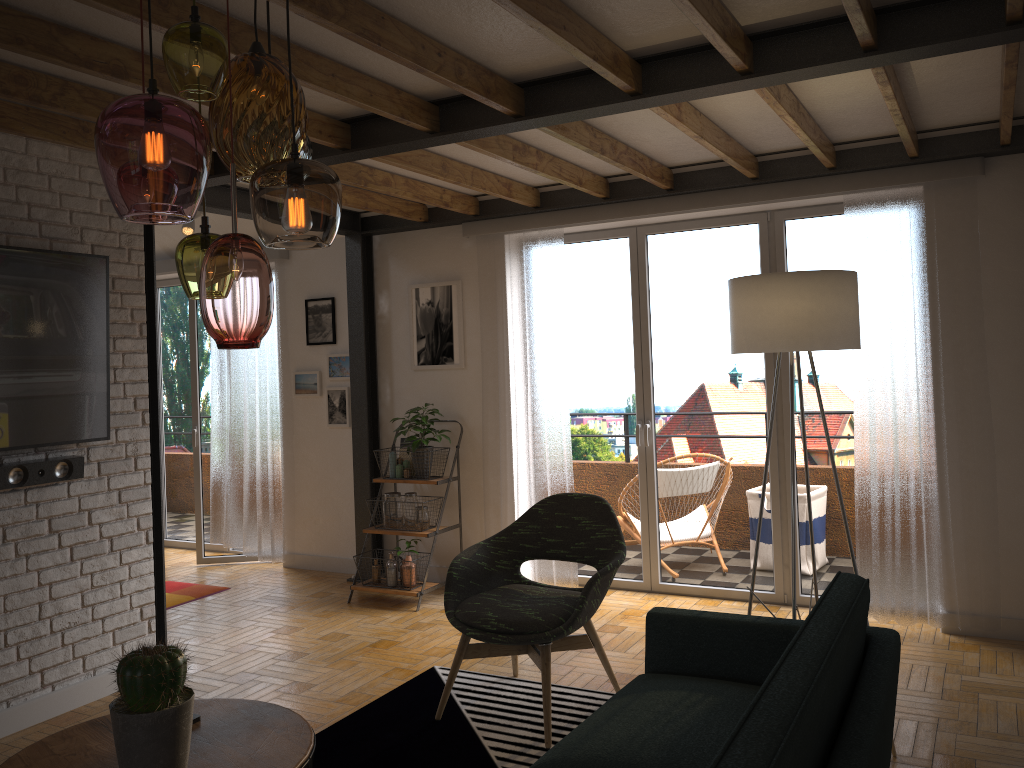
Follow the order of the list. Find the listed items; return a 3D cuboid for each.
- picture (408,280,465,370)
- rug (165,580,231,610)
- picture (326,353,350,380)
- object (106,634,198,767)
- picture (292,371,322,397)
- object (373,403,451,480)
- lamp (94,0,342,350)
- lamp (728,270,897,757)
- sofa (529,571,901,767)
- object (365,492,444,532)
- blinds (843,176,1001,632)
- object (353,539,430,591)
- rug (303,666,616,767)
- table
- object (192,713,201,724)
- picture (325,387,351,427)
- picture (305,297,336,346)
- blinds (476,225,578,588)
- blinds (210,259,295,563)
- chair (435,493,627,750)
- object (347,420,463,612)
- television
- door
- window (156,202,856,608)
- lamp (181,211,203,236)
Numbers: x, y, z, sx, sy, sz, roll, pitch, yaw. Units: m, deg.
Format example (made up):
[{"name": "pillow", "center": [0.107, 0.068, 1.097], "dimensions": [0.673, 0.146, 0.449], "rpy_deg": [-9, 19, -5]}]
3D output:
[{"name": "picture", "center": [-0.506, -0.386, 5.885], "dimensions": [0.415, 0.575, 0.023], "rpy_deg": [-2, -1, 28]}, {"name": "rug", "center": [-3.537, 1.430, 5.748], "dimensions": [2.780, 0.024, 1.939], "rpy_deg": [-1, 2, 28]}, {"name": "picture", "center": [-1.208, -0.122, 6.266], "dimensions": [0.251, 0.183, 0.023], "rpy_deg": [-2, -1, 28]}, {"name": "object", "center": [-0.730, 0.668, 1.805], "dimensions": [0.173, 0.295, 0.190], "rpy_deg": [-2, 0, 2]}, {"name": "picture", "center": [-1.485, 0.000, 6.419], "dimensions": [0.251, 0.183, 0.023], "rpy_deg": [-2, -1, 28]}, {"name": "object", "center": [-0.634, 0.364, 5.674], "dimensions": [0.491, 0.475, 0.396], "rpy_deg": [-2, 0, 41]}, {"name": "lamp", "center": [-0.670, -0.579, 2.013], "dimensions": [0.491, 1.014, 0.617], "rpy_deg": [-2, -1, -21]}, {"name": "lamp", "center": [0.535, 0.498, 2.559], "dimensions": [0.570, 1.719, 2.360], "rpy_deg": [-3, 0, 37]}, {"name": "sofa", "center": [0.370, 0.984, 2.002], "dimensions": [0.824, 0.783, 1.975], "rpy_deg": [-2, 1, 28]}, {"name": "object", "center": [-0.674, 0.798, 5.580], "dimensions": [0.439, 0.216, 0.238], "rpy_deg": [-2, 0, 28]}, {"name": "blinds", "center": [2.037, 0.068, 4.451], "dimensions": [0.667, 2.288, 0.124], "rpy_deg": [-3, -1, 28]}, {"name": "object", "center": [-0.737, 1.091, 5.437], "dimensions": [0.439, 0.291, 0.276], "rpy_deg": [-2, 0, 28]}, {"name": "rug", "center": [-0.457, 1.403, 2.308], "dimensions": [1.699, 0.010, 3.503], "rpy_deg": [-1, 2, 28]}, {"name": "table", "center": [-0.767, 1.079, 1.931], "dimensions": [0.681, 0.686, 0.680], "rpy_deg": [-2, 0, -22]}, {"name": "object", "center": [-0.848, 0.805, 2.158], "dimensions": [0.207, 0.013, 0.051], "rpy_deg": [-1, 1, 28]}, {"name": "picture", "center": [-1.235, 0.164, 6.286], "dimensions": [0.201, 0.285, 0.022], "rpy_deg": [-2, -1, 28]}, {"name": "picture", "center": [-1.375, -0.448, 6.360], "dimensions": [0.261, 0.336, 0.021], "rpy_deg": [-2, -1, 28]}, {"name": "blinds", "center": [0.060, 0.117, 5.521], "dimensions": [0.667, 2.284, 0.124], "rpy_deg": [-3, -1, 29]}, {"name": "blinds", "center": [-1.966, 0.170, 6.592], "dimensions": [0.749, 2.290, 0.187], "rpy_deg": [-3, -1, 23]}, {"name": "chair", "center": [0.115, 0.933, 3.760], "dimensions": [0.752, 0.830, 0.783], "rpy_deg": [-2, 0, 35]}, {"name": "object", "center": [-0.657, 0.791, 5.606], "dimensions": [0.578, 1.079, 0.631], "rpy_deg": [-3, -1, 28]}, {"name": "television", "center": [-2.202, -0.059, 3.402], "dimensions": [0.085, 0.991, 1.468], "rpy_deg": [-3, 0, 28]}, {"name": "door", "center": [-2.016, 0.226, 6.737], "dimensions": [0.803, 2.232, 0.111], "rpy_deg": [-2, -1, -10]}, {"name": "window", "center": [-3.236, -0.731, 2.779], "dimensions": [7.778, 4.468, 8.636], "rpy_deg": [-2, 1, 28]}, {"name": "lamp", "center": [-3.081, -1.182, 6.820], "dimensions": [3.487, 0.262, 0.207], "rpy_deg": [-1, 0, 29]}]
